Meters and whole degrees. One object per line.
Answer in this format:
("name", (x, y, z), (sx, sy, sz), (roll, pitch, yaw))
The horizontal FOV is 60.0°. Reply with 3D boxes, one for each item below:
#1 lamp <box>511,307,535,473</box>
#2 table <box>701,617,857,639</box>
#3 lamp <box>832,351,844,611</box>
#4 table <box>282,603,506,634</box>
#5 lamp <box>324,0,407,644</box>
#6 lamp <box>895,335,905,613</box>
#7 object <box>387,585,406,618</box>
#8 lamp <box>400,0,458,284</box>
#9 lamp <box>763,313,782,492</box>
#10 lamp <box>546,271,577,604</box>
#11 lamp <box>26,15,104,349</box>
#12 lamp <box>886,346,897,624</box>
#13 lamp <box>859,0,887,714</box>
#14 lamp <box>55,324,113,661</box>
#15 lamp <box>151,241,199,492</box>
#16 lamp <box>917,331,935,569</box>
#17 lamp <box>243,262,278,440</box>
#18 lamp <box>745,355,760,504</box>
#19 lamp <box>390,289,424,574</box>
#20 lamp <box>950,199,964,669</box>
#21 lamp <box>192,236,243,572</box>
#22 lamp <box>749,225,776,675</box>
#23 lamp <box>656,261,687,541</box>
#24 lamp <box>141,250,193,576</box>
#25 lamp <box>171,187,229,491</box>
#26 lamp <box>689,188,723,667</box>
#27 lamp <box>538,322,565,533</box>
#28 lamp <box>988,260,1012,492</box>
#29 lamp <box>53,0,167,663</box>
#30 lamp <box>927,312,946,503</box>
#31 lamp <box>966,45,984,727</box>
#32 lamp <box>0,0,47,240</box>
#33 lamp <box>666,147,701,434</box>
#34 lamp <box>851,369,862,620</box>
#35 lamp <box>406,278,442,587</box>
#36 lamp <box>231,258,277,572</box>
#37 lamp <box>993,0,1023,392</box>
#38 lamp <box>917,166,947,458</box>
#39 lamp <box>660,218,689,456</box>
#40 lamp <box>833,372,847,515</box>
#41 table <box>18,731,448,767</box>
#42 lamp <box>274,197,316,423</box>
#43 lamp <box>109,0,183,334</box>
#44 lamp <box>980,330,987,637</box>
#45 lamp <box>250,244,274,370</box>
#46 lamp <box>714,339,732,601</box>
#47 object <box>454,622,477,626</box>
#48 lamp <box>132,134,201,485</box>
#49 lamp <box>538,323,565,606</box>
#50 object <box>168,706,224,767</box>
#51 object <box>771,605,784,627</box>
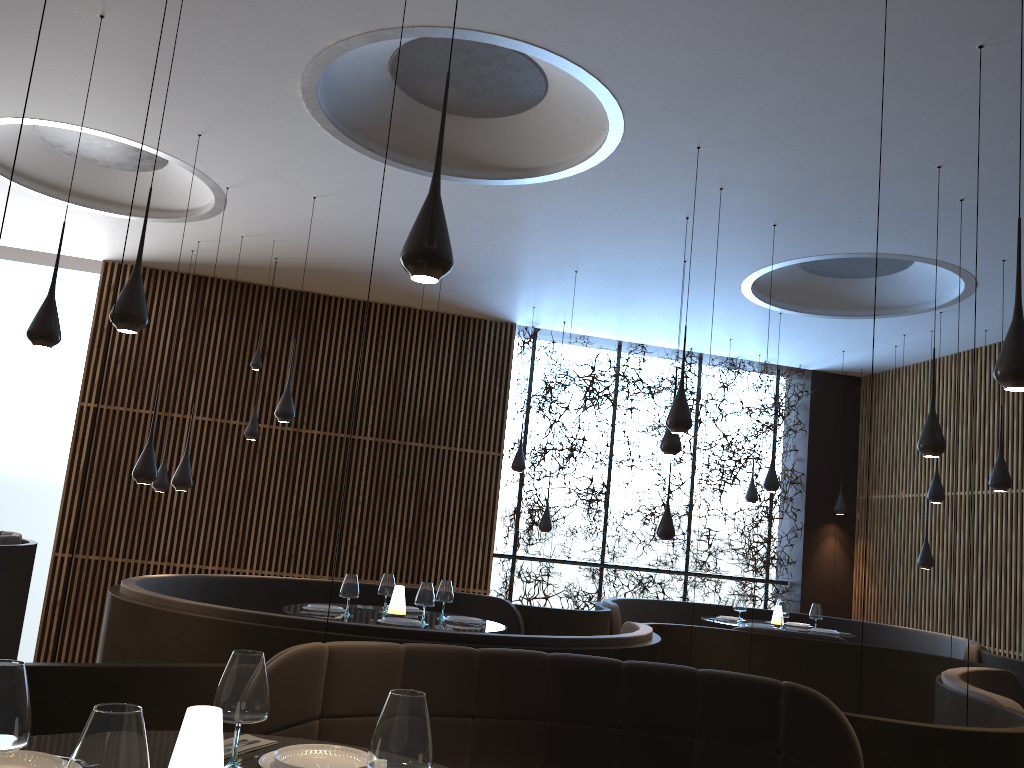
("lamp", (0.187, 0.064, 11.745), (0.196, 2.215, 0.196), (2, -9, 22))
("table", (2.929, 3.225, 9.881), (1.673, 1.020, 1.678), (-2, -12, 38))
("lamp", (4.401, 2.610, 12.123), (0.196, 6.252, 0.197), (4, -9, 13))
("table", (-0.924, 2.258, 6.611), (1.672, 1.020, 1.679), (6, -10, -2))
("lamp", (-0.815, 0.675, 4.185), (0.196, 6.252, 0.197), (2, -9, 22))
("lamp", (4.762, 2.443, 10.984), (0.196, 6.252, 0.196), (5, -9, 3))
("object", (-0.862, 1.643, 6.705), (0.144, 0.231, 0.143), (5, -9, 3))
("lamp", (-0.208, -1.468, 3.379), (0.196, 2.215, 0.196), (0, -10, 32))
("lamp", (3.235, 0.212, 10.874), (0.196, 2.215, 0.196), (10, -10, -27))
("lamp", (0.432, 1.786, 9.718), (0.196, 6.252, 0.196), (0, -10, 32))
("lamp", (-2.796, -1.317, 5.643), (0.196, 2.215, 0.196), (7, -9, -7))
("lamp", (4.909, 2.563, 11.575), (0.196, 6.252, 0.196), (10, -10, -27))
("lamp", (1.692, 0.937, 4.256), (0.196, 6.252, 0.196), (2, -9, 22))
("lamp", (-5.159, 2.032, 10.418), (0.196, 6.252, 0.196), (12, -11, -37))
("lamp", (-3.842, -0.230, 10.250), (0.196, 2.950, 0.196), (10, -10, -27))
("lamp", (5.140, 0.784, 10.932), (0.196, 2.950, 0.196), (10, -10, -27))
("lamp", (-3.027, -0.421, 10.816), (0.196, 2.215, 0.197), (4, -9, 13))
("lamp", (3.614, 0.657, 13.156), (0.196, 2.215, 0.197), (4, -9, 13))
("lamp", (-1.391, 1.759, 10.577), (0.196, 6.252, 0.196), (12, -11, -37))
("lamp", (3.391, 1.564, 6.822), (0.196, 6.252, 0.196), (5, -9, 3))
("lamp", (-3.382, 1.394, 9.645), (0.196, 6.252, 0.197), (3, -9, 15))
("lamp", (2.128, 1.604, 7.754), (0.196, 6.252, 0.196), (2, -9, 22))
("lamp", (1.705, 0.141, 9.241), (0.196, 2.950, 0.196), (8, -9, -17))
("lamp", (-4.218, 1.444, 10.388), (0.196, 6.252, 0.196), (6, -9, -5))
("lamp", (-2.921, -0.463, 8.434), (0.196, 2.950, 0.196), (0, -10, 32))
("lamp", (1.472, 1.417, 7.069), (0.196, 6.252, 0.196), (2, -9, 22))
("lamp", (0.593, 0.575, 12.292), (0.196, 2.950, 0.196), (2, -9, 22))
("lamp", (4.624, -0.098, 8.366), (0.196, 2.215, 0.196), (10, -10, -27))
("lamp", (-1.923, 0.525, 3.959), (0.196, 6.252, 0.197), (4, -9, 13))
("lamp", (4.901, 0.255, 10.188), (0.196, 2.215, 0.196), (10, -10, -27))
("lamp", (2.444, 1.097, 4.734), (0.196, 6.252, 0.196), (2, -9, 22))
("lamp", (-2.034, 0.381, 3.218), (0.196, 6.252, 0.196), (10, -10, -27))
("lamp", (1.328, -0.730, 6.660), (0.196, 2.215, 0.196), (2, -9, 22))
("lamp", (5.053, 2.855, 13.131), (0.196, 6.252, 0.197), (4, -9, 13))
("lamp", (-1.027, 1.539, 9.143), (0.196, 6.252, 0.196), (0, -10, 32))
("lamp", (-3.187, 1.541, 10.358), (0.196, 6.252, 0.196), (6, -9, -5))
("lamp", (2.389, -1.066, 4.166), (0.196, 2.215, 0.196), (2, -9, 22))
("lamp", (3.145, -0.562, 6.586), (0.196, 2.215, 0.196), (2, -9, 22))
("lamp", (1.523, -0.452, 8.084), (0.196, 2.215, 0.196), (2, -9, 22))
("lamp", (5.117, 0.903, 13.702), (0.196, 2.215, 0.197), (4, -9, 13))
("table", (-0.718, 1.412, 1.752), (1.671, 1.020, 1.680), (2, -10, 22))
("lamp", (-2.039, -0.731, 8.506), (0.196, 2.215, 0.196), (8, -9, -17))
("lamp", (-1.946, -1.369, 4.899), (0.196, 2.215, 0.196), (8, -9, -17))
("lamp", (5.520, 2.419, 10.431), (0.196, 6.252, 0.196), (5, -9, 3))
("lamp", (-2.801, -0.899, 10.047), (0.133, 1.503, 0.133), (8, -9, -17))
("lamp", (2.793, 2.446, 12.098), (0.196, 6.252, 0.197), (4, -9, 13))
("object", (-0.366, 1.813, 6.770), (0.204, 0.012, 0.412), (7, -10, -5))
("lamp", (-2.788, -0.655, 7.281), (0.196, 2.950, 0.196), (-2, -12, 42))
("lamp", (0.438, 2.207, 12.074), (0.196, 6.252, 0.197), (4, -9, 13))
("object", (-0.657, 0.796, 1.846), (0.143, 0.231, 0.145), (13, -11, -38))
("object", (2.991, 2.609, 9.975), (0.145, 0.231, 0.142), (11, -11, -32))
